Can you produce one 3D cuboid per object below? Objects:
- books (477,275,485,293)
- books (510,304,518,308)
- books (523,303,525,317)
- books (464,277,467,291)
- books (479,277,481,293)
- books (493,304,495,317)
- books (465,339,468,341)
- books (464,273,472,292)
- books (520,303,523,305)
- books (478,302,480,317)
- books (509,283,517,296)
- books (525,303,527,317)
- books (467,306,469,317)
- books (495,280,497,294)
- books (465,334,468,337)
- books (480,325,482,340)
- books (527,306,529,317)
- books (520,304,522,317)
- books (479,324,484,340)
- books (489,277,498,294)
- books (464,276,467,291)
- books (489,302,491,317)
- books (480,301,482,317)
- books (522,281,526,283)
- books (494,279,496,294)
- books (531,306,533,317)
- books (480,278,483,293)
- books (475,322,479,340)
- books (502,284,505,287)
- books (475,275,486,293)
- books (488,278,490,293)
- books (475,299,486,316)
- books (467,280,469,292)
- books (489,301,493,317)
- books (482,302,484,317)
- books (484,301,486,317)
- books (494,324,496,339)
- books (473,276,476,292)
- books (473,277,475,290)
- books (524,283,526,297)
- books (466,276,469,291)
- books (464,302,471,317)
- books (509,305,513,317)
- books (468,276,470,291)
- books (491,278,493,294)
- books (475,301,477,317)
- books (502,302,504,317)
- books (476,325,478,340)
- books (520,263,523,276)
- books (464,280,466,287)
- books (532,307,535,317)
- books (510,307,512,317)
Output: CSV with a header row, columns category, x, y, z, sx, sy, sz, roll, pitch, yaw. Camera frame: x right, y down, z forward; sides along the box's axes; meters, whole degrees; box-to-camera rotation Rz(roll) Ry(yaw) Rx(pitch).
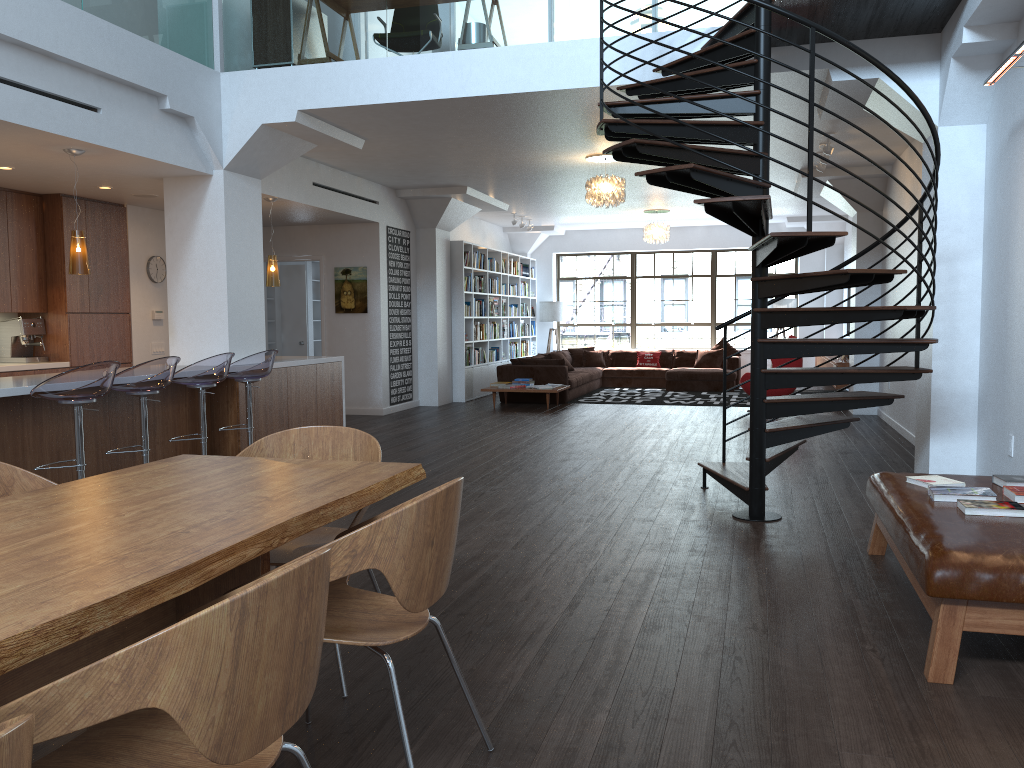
category,x,y,z,sx,sy,sz,roll,pitch,yaw
books,-0.541,-1.609,14.346,0.198,0.284,0.049,1,4,15
books,0.046,-1.357,16.365,0.140,0.231,0.042,1,4,15
books,0.155,-1.400,16.817,0.160,0.251,0.039,1,4,15
books,-0.774,-1.505,13.420,0.161,0.218,0.101,1,4,15
books,-0.593,-1.577,14.127,0.183,0.253,0.042,1,4,15
books,-0.372,-1.232,14.882,0.161,0.207,0.135,1,4,15
books,-0.786,-0.670,13.537,0.197,0.035,0.284,0,4,5
books,-0.705,-1.558,13.627,0.176,0.290,0.053,1,4,15
books,0.124,-1.394,16.709,0.183,0.253,0.042,1,4,15
books,-0.598,-1.185,14.102,0.167,0.230,0.037,1,4,15
books,0.016,-1.730,16.290,0.140,0.231,0.042,1,4,15
books,0.192,-1.411,16.937,0.183,0.253,0.042,1,4,15
books,-0.716,-1.113,13.582,0.120,0.167,0.020,1,4,15
books,-0.347,-1.634,14.960,0.174,0.239,0.045,1,4,15
books,-0.790,-0.737,13.528,0.174,0.032,0.254,0,4,10
books,-0.568,-0.828,14.214,0.171,0.246,0.057,1,4,15
books,0.238,-1.398,17.078,0.161,0.207,0.135,1,4,15
books,0.104,-1.379,16.598,0.174,0.240,0.054,1,4,15
books,-0.548,-0.838,14.293,0.183,0.253,0.034,1,4,15
books,-0.332,-1.665,15.034,0.176,0.290,0.053,1,4,15
books,-0.763,-1.514,13.446,0.152,0.232,0.104,1,4,15
books,-0.435,-1.232,14.657,0.174,0.240,0.054,1,4,15
books,-0.571,-1.201,14.166,0.182,0.253,0.034,1,4,15
books,0.174,-1.802,16.857,0.176,0.290,0.036,1,4,15
books,-0.364,-1.634,14.912,0.170,0.245,0.057,1,4,15
books,0.316,-1.423,17.395,0.167,0.210,0.162,1,4,15
books,-0.553,-1.578,14.233,0.174,0.240,0.054,1,4,15
books,-0.607,-0.841,14.092,0.176,0.290,0.053,1,4,15
books,-0.188,-1.652,15.529,0.139,0.191,0.036,1,4,15
books,-0.511,-1.616,14.391,0.176,0.291,0.053,1,4,15
books,-0.453,-1.610,14.552,0.182,0.253,0.034,1,4,15
books,-0.512,-1.237,14.394,0.176,0.294,0.102,1,4,15
books,-0.751,-1.524,13.521,0.172,0.239,0.093,1,4,15
books,-0.415,-1.247,14.767,0.183,0.253,0.042,1,4,15
books,-0.542,-1.202,14.263,0.174,0.239,0.045,1,4,15
books,-0.519,-1.214,14.332,0.182,0.253,0.034,1,4,15
books,-0.359,-0.886,14.936,0.183,0.253,0.034,1,4,15
books,-0.653,-1.560,13.896,0.183,0.253,0.042,1,4,15
books,-0.678,-1.544,13.810,0.174,0.236,0.142,1,4,16
books,0.174,-1.781,16.822,0.183,0.253,0.034,1,4,15
books,-0.752,-1.519,13.476,0.172,0.235,0.112,1,4,15
books,-0.703,-1.152,13.664,0.140,0.231,0.042,1,4,15
books,-0.054,-1.317,16.011,0.140,0.206,0.042,1,4,15
books,-0.733,-1.528,13.557,0.174,0.242,0.105,1,4,15
books,-0.412,-1.623,14.720,0.182,0.253,0.034,1,4,15
books,-0.638,-1.177,13.928,0.174,0.239,0.045,1,4,15
books,-0.227,-1.295,15.407,0.174,0.251,0.051,1,4,15
books,-0.627,-0.813,14.013,0.171,0.246,0.057,1,4,15
books,0.107,-2.142,16.655,0.183,0.253,0.042,1,4,15
books,-0.790,-1.482,13.344,0.161,0.182,0.170,1,4,15
books,0.349,-1.433,17.480,0.182,0.215,0.188,1,4,15
books,-0.065,-1.291,15.929,0.120,0.167,0.019,1,4,15
